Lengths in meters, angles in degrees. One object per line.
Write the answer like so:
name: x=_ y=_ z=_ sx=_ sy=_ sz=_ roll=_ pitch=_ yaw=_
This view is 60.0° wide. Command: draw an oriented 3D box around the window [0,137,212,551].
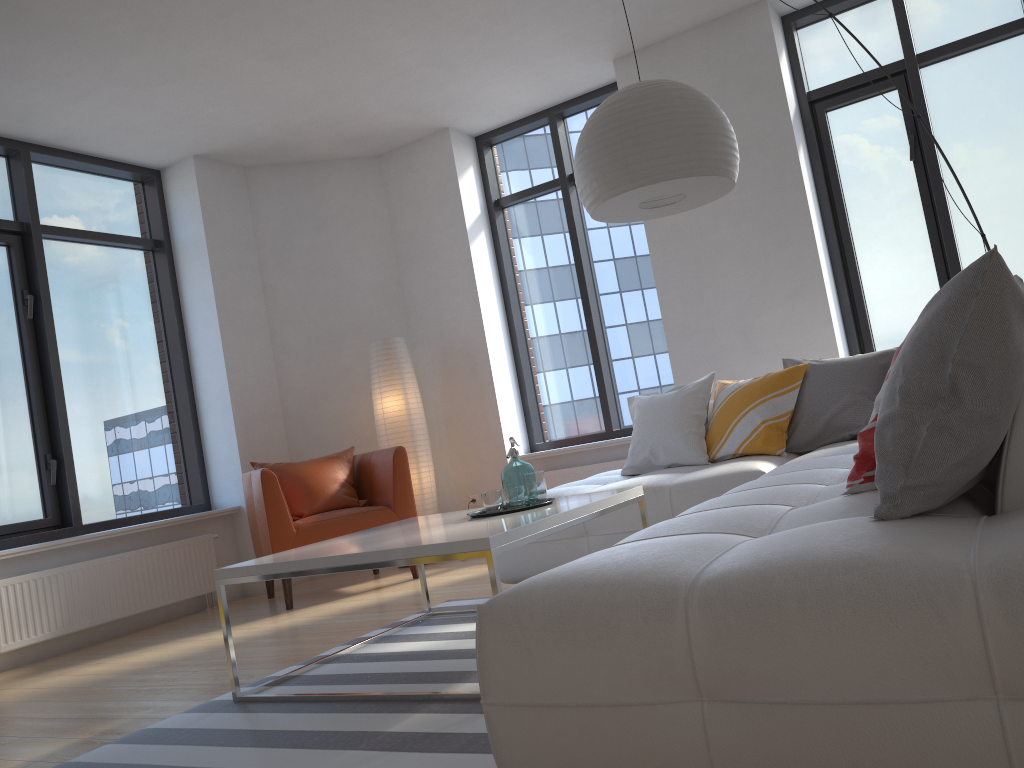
window: x=-2.816 y=-0.273 z=5.325 sx=0.170 sy=2.402 sz=1.960 roll=-12 pitch=-5 yaw=30

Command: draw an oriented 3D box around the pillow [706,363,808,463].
pillow: x=1.229 y=0.083 z=3.495 sx=0.630 sy=0.440 sz=2.095 roll=-9 pitch=-4 yaw=-13

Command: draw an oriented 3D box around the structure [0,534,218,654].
structure: x=-2.247 y=1.207 z=5.079 sx=0.110 sy=0.460 sz=1.474 roll=-12 pitch=-5 yaw=30

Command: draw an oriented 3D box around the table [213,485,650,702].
table: x=-0.211 y=0.709 z=3.104 sx=1.091 sy=0.435 sz=1.091 roll=-12 pitch=-5 yaw=30

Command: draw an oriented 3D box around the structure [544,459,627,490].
structure: x=0.653 y=0.751 z=5.906 sx=1.015 sy=0.460 sz=0.110 roll=-12 pitch=-5 yaw=30

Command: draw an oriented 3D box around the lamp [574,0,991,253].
lamp: x=1.731 y=-0.699 z=3.826 sx=3.199 sy=2.647 sz=0.710 roll=-8 pitch=-4 yaw=-24

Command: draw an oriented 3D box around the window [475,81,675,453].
window: x=0.520 y=-0.796 z=6.314 sx=1.310 sy=2.402 sz=0.170 roll=-12 pitch=-5 yaw=30

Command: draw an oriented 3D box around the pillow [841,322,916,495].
pillow: x=1.425 y=0.008 z=2.767 sx=0.575 sy=0.449 sz=2.250 roll=-12 pitch=-4 yaw=27

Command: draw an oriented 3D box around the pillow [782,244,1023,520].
pillow: x=1.090 y=0.043 z=2.852 sx=0.647 sy=0.453 sz=2.953 roll=-11 pitch=-4 yaw=18

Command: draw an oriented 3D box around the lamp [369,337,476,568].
lamp: x=-0.509 y=0.416 z=6.093 sx=0.804 sy=1.550 sz=0.502 roll=-9 pitch=-4 yaw=-10

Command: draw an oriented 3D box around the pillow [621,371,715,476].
pillow: x=1.114 y=0.106 z=3.793 sx=0.580 sy=0.456 sz=2.156 roll=-7 pitch=-5 yaw=-34

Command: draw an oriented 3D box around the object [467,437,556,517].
object: x=-0.024 y=0.330 z=3.253 sx=0.330 sy=0.265 sz=0.330 roll=-7 pitch=-5 yaw=-36

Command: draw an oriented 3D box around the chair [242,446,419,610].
chair: x=-1.136 y=0.831 z=5.438 sx=0.896 sy=0.858 sz=0.843 roll=-8 pitch=-4 yaw=-28

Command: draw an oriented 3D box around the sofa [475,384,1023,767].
sofa: x=0.728 y=0.402 z=3.082 sx=2.614 sy=0.732 sz=3.424 roll=-12 pitch=-5 yaw=30

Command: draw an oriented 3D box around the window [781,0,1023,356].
window: x=2.467 y=-1.221 z=5.164 sx=1.310 sy=2.402 sz=0.170 roll=-12 pitch=-5 yaw=30

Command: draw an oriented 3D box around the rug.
rug: x=-0.187 y=0.911 z=2.826 sx=1.662 sy=0.016 sz=2.326 roll=-12 pitch=-5 yaw=30
